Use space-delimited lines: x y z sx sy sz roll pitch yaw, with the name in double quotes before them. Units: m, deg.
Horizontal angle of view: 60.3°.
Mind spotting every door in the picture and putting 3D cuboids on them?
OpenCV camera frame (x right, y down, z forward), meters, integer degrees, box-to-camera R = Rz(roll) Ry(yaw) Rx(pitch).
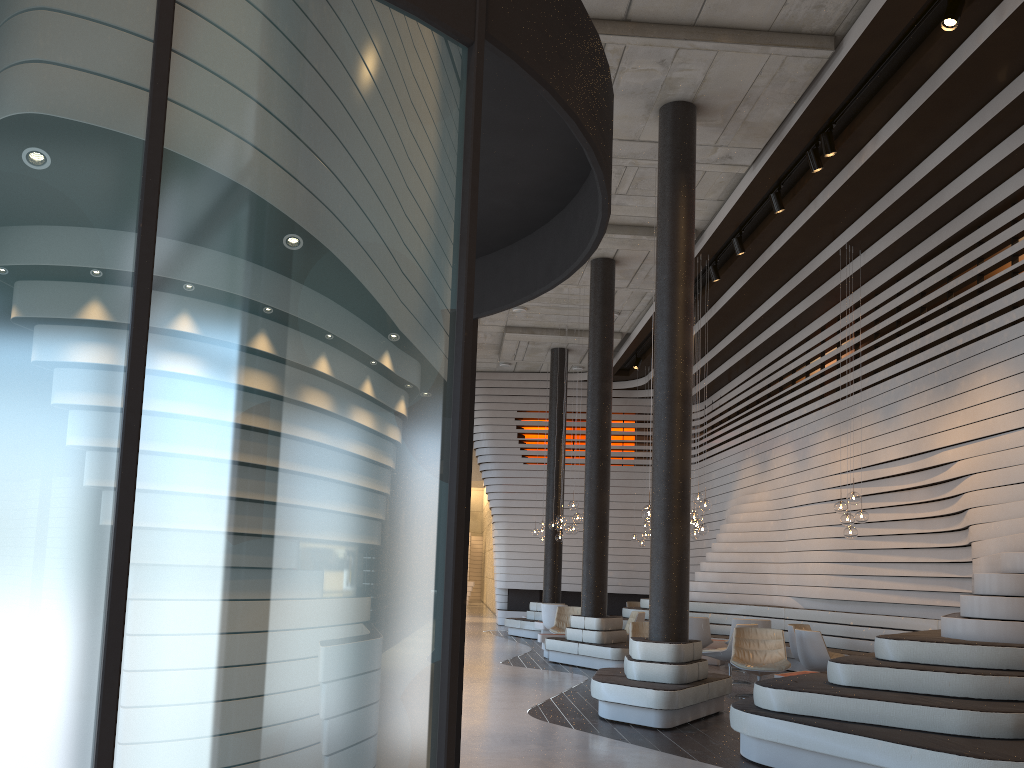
"door" -1.319 0.496 2.830 3.204 2.815 3.301 2 -10 4

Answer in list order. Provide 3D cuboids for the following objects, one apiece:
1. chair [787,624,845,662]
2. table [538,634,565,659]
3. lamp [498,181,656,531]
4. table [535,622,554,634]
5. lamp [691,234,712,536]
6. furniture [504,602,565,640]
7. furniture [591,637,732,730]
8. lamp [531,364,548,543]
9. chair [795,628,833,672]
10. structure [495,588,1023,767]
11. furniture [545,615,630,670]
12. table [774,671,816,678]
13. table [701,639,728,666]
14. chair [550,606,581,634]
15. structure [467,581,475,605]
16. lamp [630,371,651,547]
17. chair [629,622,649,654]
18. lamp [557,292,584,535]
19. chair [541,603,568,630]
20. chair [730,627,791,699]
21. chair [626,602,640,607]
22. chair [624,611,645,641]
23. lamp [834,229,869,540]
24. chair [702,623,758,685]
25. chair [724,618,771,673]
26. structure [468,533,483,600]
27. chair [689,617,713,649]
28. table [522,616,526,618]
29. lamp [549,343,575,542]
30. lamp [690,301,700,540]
"chair" 3.942 3.516 11.423 0.718 0.756 0.659 -6 -12 40
"table" 0.828 4.102 13.787 0.905 0.366 0.420 4 -10 -10
"lamp" 3.506 -1.646 4.882 9.028 4.551 42.608 3 -12 -3
"table" 0.873 4.759 16.850 0.906 0.366 0.419 1 -10 4
"lamp" 2.718 -0.183 12.734 0.310 4.682 0.670 2 -6 5
"furniture" 0.524 4.833 18.080 1.273 0.712 1.802 4 -11 -8
"furniture" 1.287 2.824 8.542 1.285 0.712 1.786 -4 -13 32
"lamp" 0.728 1.301 19.993 0.545 4.570 0.278 8 -9 -44
"chair" 3.720 3.295 10.429 0.710 0.756 0.666 3 -9 -4
"structure" 3.547 3.989 14.082 5.767 0.915 18.516 4 -12 -7
"furniture" 1.437 3.738 12.794 1.276 0.712 1.798 9 -13 -32
"table" 3.029 3.196 9.156 0.906 0.366 0.419 9 -12 -30
"table" 2.998 4.190 13.816 0.912 0.366 0.417 -4 -11 29
"chair" 0.973 4.084 14.607 0.658 0.756 0.719 0 -9 14
"structure" -2.892 8.588 36.670 2.551 0.885 7.616 7 -13 -25
"lamp" 2.922 1.257 19.397 0.547 4.616 0.295 0 -7 22
"chair" 1.700 3.213 10.398 0.656 0.756 0.721 3 -9 -2
"lamp" 1.061 0.152 14.552 0.544 4.616 0.297 4 -6 -18
"chair" 0.866 4.399 16.097 0.662 0.756 0.715 -4 -11 34
"chair" 2.814 3.172 10.011 0.658 0.756 0.719 0 -9 13
"chair" 2.812 5.100 19.033 0.657 0.756 0.721 7 -10 -30
"chair" 1.732 3.955 13.866 0.710 0.756 0.666 2 -9 0
"lamp" 4.246 -0.381 11.149 0.532 4.655 0.336 8 -8 -41
"chair" 2.815 3.472 11.417 0.717 0.756 0.660 -4 -11 36
"chair" 3.475 3.825 12.952 0.657 0.756 0.721 2 -9 4
"structure" -3.216 8.091 39.038 4.530 2.827 5.911 3 -11 -3
"chair" 2.624 3.802 12.991 0.658 0.756 0.719 0 -9 17
"table" 0.610 5.262 19.250 0.905 0.366 0.420 8 -11 -25
"lamp" 1.033 0.757 17.129 0.545 4.570 0.278 8 -8 -42
"lamp" 3.013 0.243 14.633 0.293 4.616 0.551 3 -6 -8
